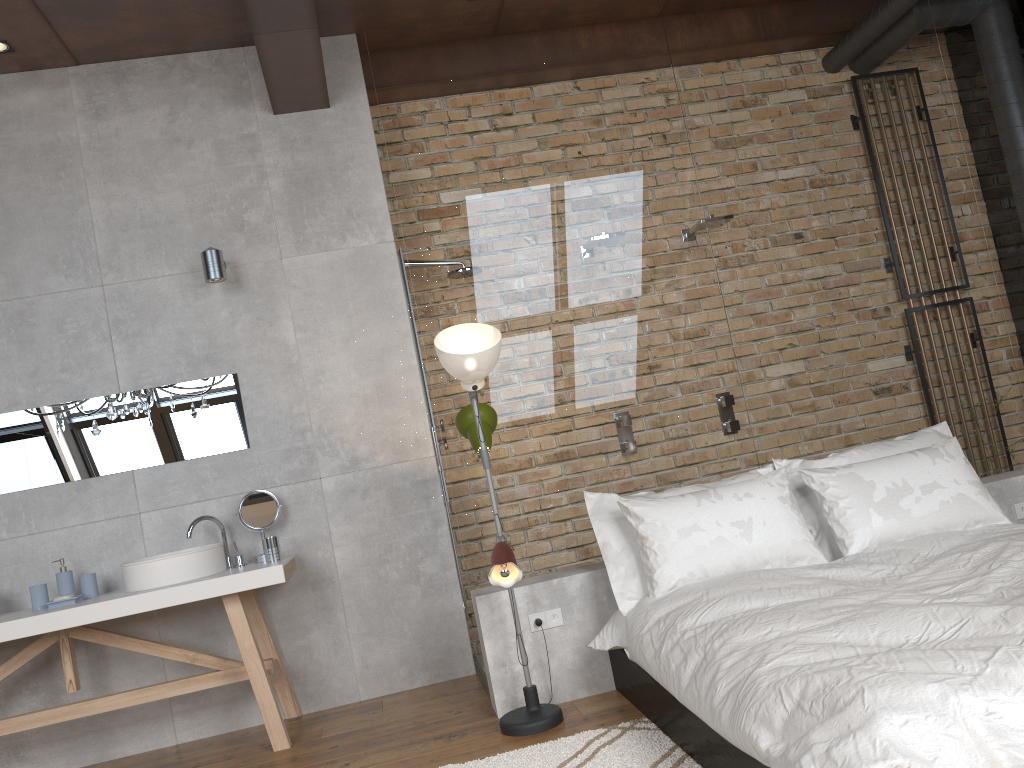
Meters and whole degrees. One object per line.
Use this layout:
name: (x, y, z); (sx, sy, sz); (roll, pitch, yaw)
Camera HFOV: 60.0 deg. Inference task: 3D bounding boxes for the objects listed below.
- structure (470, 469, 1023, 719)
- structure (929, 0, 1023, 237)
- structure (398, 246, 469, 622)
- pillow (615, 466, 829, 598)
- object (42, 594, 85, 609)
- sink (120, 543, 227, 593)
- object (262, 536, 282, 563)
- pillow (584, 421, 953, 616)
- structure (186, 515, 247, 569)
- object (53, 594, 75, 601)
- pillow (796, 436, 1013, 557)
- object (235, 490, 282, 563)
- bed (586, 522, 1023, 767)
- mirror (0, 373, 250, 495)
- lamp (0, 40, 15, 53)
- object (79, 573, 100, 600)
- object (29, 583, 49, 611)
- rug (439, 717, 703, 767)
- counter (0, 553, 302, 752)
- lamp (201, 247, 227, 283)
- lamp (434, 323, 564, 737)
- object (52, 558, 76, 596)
structure: (1.251, 0.873, 3.942); (2.820, 0.494, 0.206); (-10, -4, -9)
structure: (2.694, -0.685, 4.898); (0.829, 3.140, 1.189); (-10, -4, -9)
structure: (-0.224, 0.218, 4.744); (0.457, 2.005, 0.217); (-10, -4, -13)
pillow: (0.824, 0.586, 3.499); (0.744, 0.397, 0.276); (-10, -4, -10)
object: (-1.969, 0.960, 3.902); (0.147, 0.031, 0.100); (-11, -4, -8)
sink: (-1.529, 0.831, 4.025); (0.442, 0.128, 0.445); (-7, -6, -45)
object: (-1.103, 0.760, 4.080); (0.073, 0.111, 0.073); (-10, -5, -17)
pillow: (1.196, 0.538, 3.729); (1.746, 0.517, 0.358); (-10, -4, -10)
structure: (-1.395, 0.746, 4.185); (0.242, 0.268, 0.141); (-10, -4, -15)
object: (-1.971, 0.946, 3.903); (0.084, 0.035, 0.067); (-11, -4, -7)
pillow: (1.598, 0.467, 3.628); (0.748, 0.385, 0.291); (-10, -4, -10)
object: (-1.197, 0.675, 4.239); (0.118, 0.338, 0.192); (-14, -5, 37)
bed: (1.552, 0.752, 2.792); (2.300, 0.442, 2.169); (-10, -4, -9)
mirror: (-2.219, 0.295, 4.234); (1.838, 0.377, 0.007); (-10, -4, -9)
lamp: (-2.406, -1.587, 4.148); (0.115, 0.027, 0.113); (-10, -4, -9)
object: (-1.927, 0.922, 4.041); (0.075, 0.108, 0.075); (-12, -4, 11)
object: (-2.095, 0.947, 3.934); (0.075, 0.108, 0.075); (-13, -5, 26)
rug: (-0.912, 1.401, 2.122); (3.139, 0.019, 1.726); (-10, -4, -9)
counter: (-1.930, 1.357, 3.910); (2.011, 0.765, 0.630); (-10, -4, -9)
lamp: (-1.448, -0.571, 4.337); (0.101, 0.168, 0.243); (-10, -4, -9)
lamp: (-0.070, 0.545, 3.523); (0.270, 1.582, 0.561); (-10, -4, -12)
object: (-2.036, 0.895, 4.039); (0.076, 0.201, 0.076); (-10, -5, -16)
